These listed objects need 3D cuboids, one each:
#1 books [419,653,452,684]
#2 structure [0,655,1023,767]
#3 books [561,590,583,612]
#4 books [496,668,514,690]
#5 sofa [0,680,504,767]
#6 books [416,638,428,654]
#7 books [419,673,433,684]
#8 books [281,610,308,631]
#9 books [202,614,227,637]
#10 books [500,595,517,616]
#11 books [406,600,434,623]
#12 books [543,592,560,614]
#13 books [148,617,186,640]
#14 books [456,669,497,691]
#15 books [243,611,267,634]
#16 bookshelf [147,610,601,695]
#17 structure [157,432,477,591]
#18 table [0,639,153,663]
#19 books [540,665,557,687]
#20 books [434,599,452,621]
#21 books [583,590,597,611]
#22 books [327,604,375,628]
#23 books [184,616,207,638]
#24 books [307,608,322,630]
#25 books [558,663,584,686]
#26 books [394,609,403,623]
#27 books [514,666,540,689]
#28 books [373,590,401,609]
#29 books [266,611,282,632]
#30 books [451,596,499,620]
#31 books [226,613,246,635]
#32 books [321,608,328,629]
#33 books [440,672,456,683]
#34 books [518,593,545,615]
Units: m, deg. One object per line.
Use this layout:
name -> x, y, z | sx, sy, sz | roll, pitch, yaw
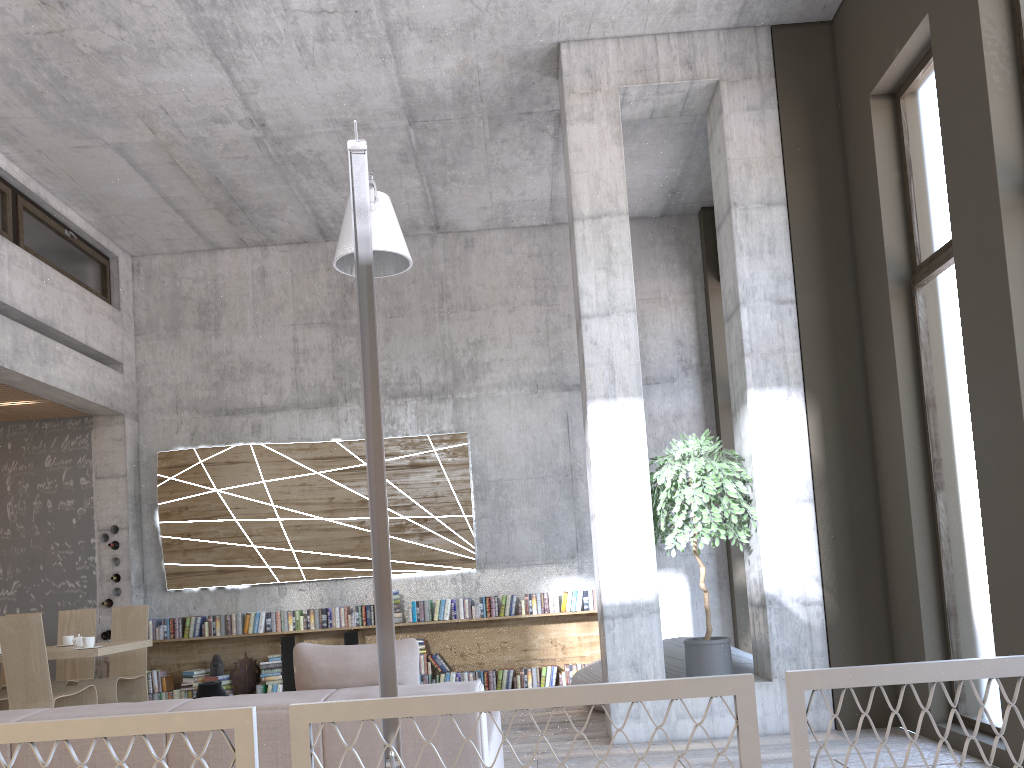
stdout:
books -> -0.874, 3.102, 9.376 | 0.451, 0.442, 0.217 | -4, -6, 1
structure -> -0.974, 0.926, 0.752 | 4.427, 0.920, 1.965 | -4, -11, 1
books -> 0.640, 2.320, 9.376 | 0.249, 0.225, 0.193 | -4, -7, 1
books -> -0.074, 3.155, 9.370 | 0.199, 0.225, 0.193 | -4, -7, 1
sofa -> -1.559, 2.011, 4.936 | 2.997, 0.772, 3.072 | -4, -12, 1
books -> -1.035, 2.821, 9.412 | 0.239, 0.158, 0.193 | -4, -9, 1
books -> -0.963, 3.210, 9.359 | 0.226, 0.217, 0.218 | -4, -8, 1
books -> -2.330, 2.543, 9.422 | 0.277, 0.217, 0.173 | -4, -7, 2
books -> -3.178, 2.603, 9.460 | 0.278, 0.217, 0.213 | -4, -8, -1
books -> -0.040, 2.377, 9.421 | 0.199, 0.225, 0.193 | -4, -7, 1
books -> -0.993, 2.437, 9.410 | 0.278, 0.217, 0.213 | -4, -8, -1
books -> 0.422, 2.336, 9.379 | 0.156, 0.217, 0.193 | -4, -8, 1
books -> -3.779, 2.646, 9.466 | 0.490, 0.217, 0.218 | -4, -8, 1
books -> -0.377, 3.177, 9.366 | 0.417, 0.217, 0.208 | -4, -8, 1
books -> -2.745, 2.565, 9.428 | 0.249, 0.225, 0.193 | -4, -7, 1
bookshelf -> -1.340, 2.983, 9.432 | 5.322, 0.794, 0.307 | -4, -5, 1
structure -> -2.138, 1.373, 9.536 | 3.412, 1.515, 0.363 | -4, -4, 1
table -> -5.807, 2.796, 7.411 | 5.187, 0.910, 1.030 | -4, -9, 1
books -> 0.392, 3.128, 9.395 | 0.199, 0.225, 0.193 | -4, -7, 1
books -> -0.739, 2.417, 9.396 | 0.199, 0.225, 0.193 | -4, -7, 1
books -> 0.839, 2.313, 9.371 | 0.156, 0.217, 0.157 | -4, -7, 1
books -> -1.719, 2.500, 9.433 | 0.490, 0.217, 0.218 | -4, -8, 1
books -> -3.424, 2.622, 9.473 | 0.199, 0.225, 0.193 | -4, -7, 1
books -> -2.112, 2.536, 9.466 | 0.155, 0.217, 0.208 | -4, -8, 0
books -> 0.638, 3.109, 9.381 | 0.278, 0.217, 0.213 | -4, -8, -1
books -> -1.316, 2.490, 9.390 | 0.285, 0.147, 0.225 | 5, -13, -41
books -> 0.156, 3.137, 9.357 | 0.278, 0.217, 0.213 | -4, -8, -1
books -> -1.339, 2.313, 9.396 | 0.190, 0.207, 0.249 | -7, -9, 22
books -> -2.546, 2.557, 9.424 | 0.156, 0.217, 0.157 | -4, -7, 1
books -> -0.394, 2.402, 9.413 | 0.490, 0.217, 0.218 | -4, -8, 1
books -> -2.963, 2.581, 9.432 | 0.156, 0.217, 0.193 | -4, -8, 1
books -> -2.007, 2.526, 9.457 | 0.055, 0.217, 0.193 | -4, -8, 0
books -> -0.686, 3.188, 9.344 | 0.199, 0.225, 0.193 | -4, -7, 1
books -> 0.207, 2.359, 9.408 | 0.278, 0.217, 0.213 | -4, -8, -1
